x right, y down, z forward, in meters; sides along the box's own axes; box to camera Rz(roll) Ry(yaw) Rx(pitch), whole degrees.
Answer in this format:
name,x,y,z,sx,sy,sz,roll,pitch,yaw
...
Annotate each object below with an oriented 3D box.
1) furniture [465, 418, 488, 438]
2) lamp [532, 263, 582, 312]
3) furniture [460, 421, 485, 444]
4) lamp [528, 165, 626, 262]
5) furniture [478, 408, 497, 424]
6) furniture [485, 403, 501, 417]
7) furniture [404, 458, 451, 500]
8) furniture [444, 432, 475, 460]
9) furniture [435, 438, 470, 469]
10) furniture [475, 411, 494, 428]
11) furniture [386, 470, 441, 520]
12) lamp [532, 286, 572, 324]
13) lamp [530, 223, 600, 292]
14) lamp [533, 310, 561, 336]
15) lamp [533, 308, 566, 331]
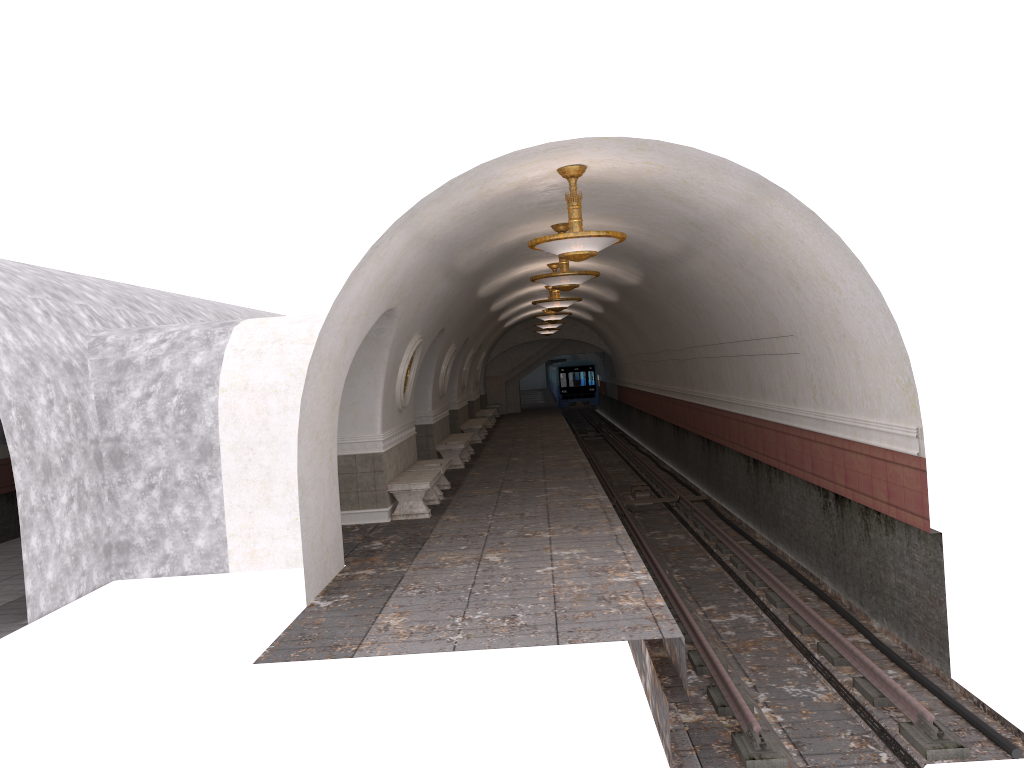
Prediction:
name,x,y,z,sx,sy,sz,roll,pitch,yaw
furniture,-1.050,1.341,26.860,0.613,0.508,1.509,-4,1,2
lamp,0.871,-1.900,17.566,1.008,0.955,1.008,-4,1,-14
furniture,-1.095,1.377,25.180,0.613,0.508,1.509,-4,1,2
lamp,0.644,-1.720,9.053,1.008,0.955,1.008,-5,1,-42
furniture,-0.891,1.215,32.819,0.613,0.508,1.509,-4,1,2
furniture,-0.768,1.117,37.437,0.613,0.508,1.509,-4,1,2
furniture,-1.372,1.596,14.837,0.613,0.508,1.509,-4,1,2
furniture,-1.211,1.469,20.843,0.613,0.508,1.509,-4,1,2
furniture,-1.256,1.504,19.162,0.613,0.508,1.509,-4,1,2
furniture,-0.936,1.251,31.139,0.613,0.508,1.509,-4,1,2
furniture,-1.417,1.631,13.157,0.613,0.508,1.509,-4,1,2
lamp,1.000,-2.002,22.393,1.008,0.955,1.008,-4,1,18
lamp,0.741,-1.797,12.706,1.008,0.955,1.008,-4,1,-14
lamp,1.258,-2.206,32.045,1.008,0.955,1.008,-5,1,-42
lamp,1.129,-2.104,27.218,1.008,0.955,1.008,-4,1,18
